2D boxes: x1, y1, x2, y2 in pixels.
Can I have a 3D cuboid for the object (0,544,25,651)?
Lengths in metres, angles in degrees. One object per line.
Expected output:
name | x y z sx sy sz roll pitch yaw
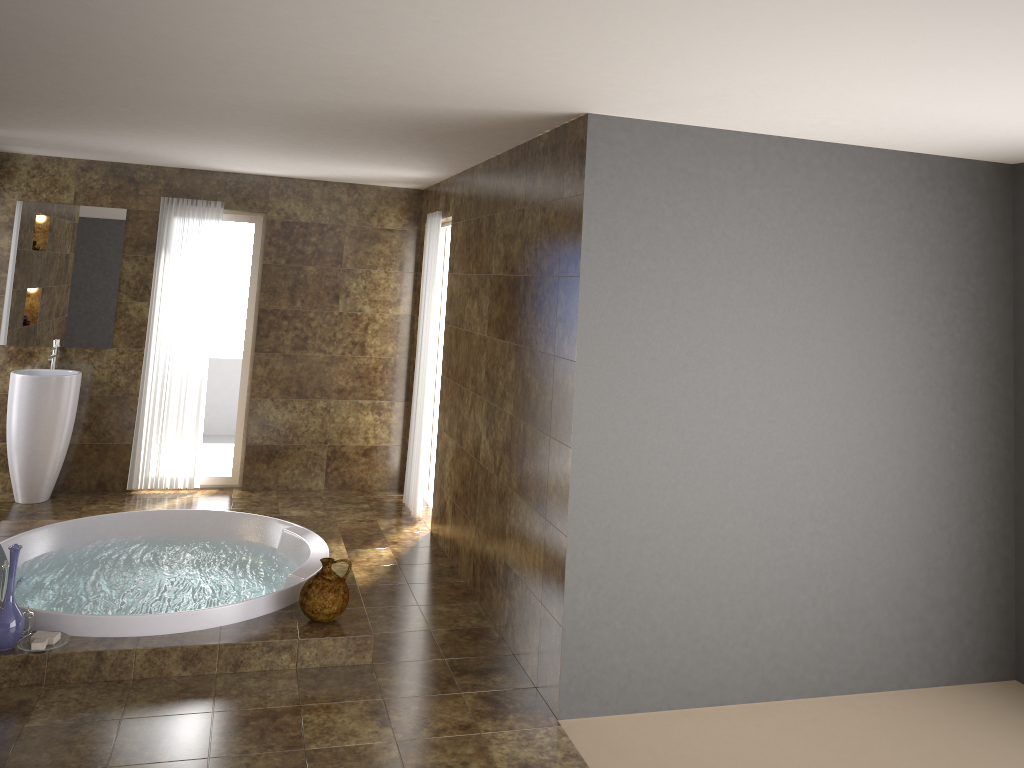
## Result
object | -2.086 0.878 3.590 0.136 0.424 0.134 4 -5 -9

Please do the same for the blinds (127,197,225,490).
blinds | -2.594 -0.331 6.723 0.516 2.285 0.066 5 -7 -16

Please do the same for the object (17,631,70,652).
object | -1.958 1.082 3.613 0.189 0.018 0.191 0 7 -28

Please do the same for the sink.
sink | -3.398 0.264 6.233 0.457 1.146 0.432 5 -5 -14

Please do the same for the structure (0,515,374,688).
structure | -1.871 1.048 4.581 1.996 0.125 2.011 1 7 -17

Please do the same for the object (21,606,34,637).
object | -2.083 1.015 3.707 0.058 0.116 0.056 1 -5 36

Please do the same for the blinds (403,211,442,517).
blinds | -0.687 -0.196 6.606 0.068 2.297 0.478 5 -6 -17

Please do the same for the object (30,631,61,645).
object | -1.957 1.065 3.626 0.100 0.032 0.061 3 4 -1

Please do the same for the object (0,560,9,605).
object | -2.183 0.915 3.699 0.130 0.311 0.128 4 -5 -9

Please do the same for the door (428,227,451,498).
door | -0.154 -0.154 6.950 0.964 2.247 0.039 2 -6 17

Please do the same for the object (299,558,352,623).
object | -0.880 0.967 4.069 0.227 0.277 0.230 5 -2 -45

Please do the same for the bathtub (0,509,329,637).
bathtub | -1.872 1.040 4.580 1.755 0.526 1.743 5 6 14

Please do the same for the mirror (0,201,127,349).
mirror | -3.399 -0.826 6.566 0.764 1.101 0.008 4 -6 -16

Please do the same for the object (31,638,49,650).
object | -1.943 1.070 3.557 0.053 0.034 0.073 3 4 -16
